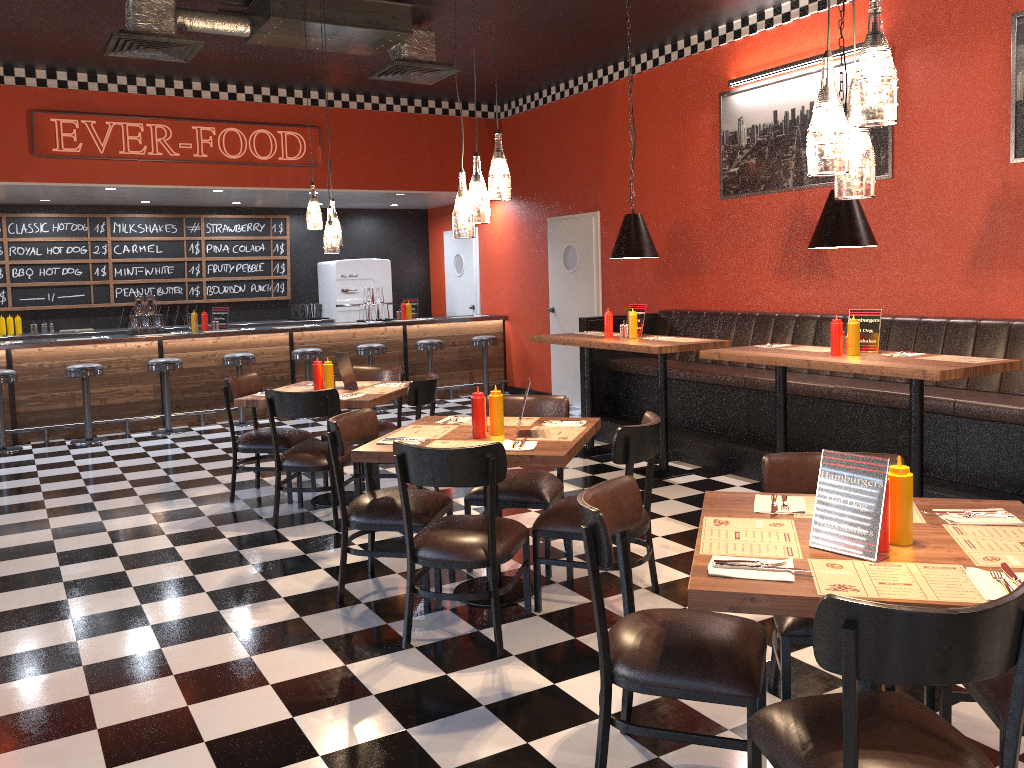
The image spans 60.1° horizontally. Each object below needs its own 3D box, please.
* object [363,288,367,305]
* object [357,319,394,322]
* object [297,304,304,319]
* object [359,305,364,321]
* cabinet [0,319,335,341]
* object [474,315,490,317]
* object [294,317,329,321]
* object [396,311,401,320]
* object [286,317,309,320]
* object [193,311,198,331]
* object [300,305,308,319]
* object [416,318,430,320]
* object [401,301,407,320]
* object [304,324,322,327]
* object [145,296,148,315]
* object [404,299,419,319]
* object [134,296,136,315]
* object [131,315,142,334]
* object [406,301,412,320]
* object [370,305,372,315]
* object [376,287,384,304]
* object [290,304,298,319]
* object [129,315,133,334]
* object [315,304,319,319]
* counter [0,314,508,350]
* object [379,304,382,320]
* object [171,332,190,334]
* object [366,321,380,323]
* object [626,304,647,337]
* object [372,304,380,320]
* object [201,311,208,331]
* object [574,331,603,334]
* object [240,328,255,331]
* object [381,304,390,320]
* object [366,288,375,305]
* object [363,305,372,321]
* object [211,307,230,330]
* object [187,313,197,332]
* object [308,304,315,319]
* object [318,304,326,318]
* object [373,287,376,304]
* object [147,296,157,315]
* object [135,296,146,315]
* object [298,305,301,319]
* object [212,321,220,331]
[{"bbox_3d":[-1.807,-1.098,11.067,0.105,0.208,0.106,0,5,15],"label":"object"},{"bbox_3d":[-1.709,-0.798,11.095,0.437,0.018,0.273,-6,8,-30],"label":"object"},{"bbox_3d":[-2.904,-0.992,12.191,0.105,0.208,0.106,0,5,15],"label":"object"},{"bbox_3d":[-1.862,-0.887,11.071,0.105,0.208,0.106,0,5,15],"label":"object"},{"bbox_3d":[-4.841,-0.181,11.023,5.293,0.995,0.677,-6,7,-30],"label":"cabinet"},{"bbox_3d":[-0.401,-0.893,11.539,0.157,0.019,0.256,-4,7,-20],"label":"object"},{"bbox_3d":[-2.720,-0.882,12.028,0.437,0.018,0.273,-6,8,-30],"label":"object"},{"bbox_3d":[-1.421,-0.879,11.207,0.094,0.135,0.047,-6,6,-35],"label":"object"},{"bbox_3d":[-2.879,-0.909,12.286,0.437,0.018,0.273,-6,8,-30],"label":"object"},{"bbox_3d":[-3.572,-0.711,9.964,0.068,0.237,0.068,-3,5,-17],"label":"object"},{"bbox_3d":[-2.792,-0.959,11.893,0.105,0.208,0.106,0,5,15],"label":"object"},{"bbox_3d":[-1.103,-0.822,11.133,0.158,0.019,0.255,-7,9,-35],"label":"object"},{"bbox_3d":[-1.361,-0.923,11.128,0.068,0.237,0.068,-2,5,1],"label":"object"},{"bbox_3d":[-2.341,-0.690,10.380,0.158,0.019,0.256,-6,8,-29],"label":"object"},{"bbox_3d":[-4.008,-0.874,9.804,0.105,0.208,0.106,0,5,15],"label":"object"},{"bbox_3d":[-1.295,-0.962,11.344,0.188,0.256,0.072,-1,5,5],"label":"object"},{"bbox_3d":[-4.104,-0.862,9.737,0.105,0.208,0.106,0,5,15],"label":"object"},{"bbox_3d":[-4.092,-0.643,9.652,0.105,0.208,0.106,0,5,15],"label":"object"},{"bbox_3d":[-1.306,-0.934,11.203,0.068,0.237,0.068,1,5,29],"label":"object"},{"bbox_3d":[-1.757,-0.896,11.118,0.105,0.208,0.106,0,5,15],"label":"object"},{"bbox_3d":[-1.649,-1.100,11.039,0.105,0.208,0.106,0,5,15],"label":"object"},{"bbox_3d":[-3.012,-0.996,12.251,0.105,0.208,0.106,0,5,15],"label":"object"},{"bbox_3d":[-4.160,-0.652,9.741,0.105,0.208,0.106,0,5,15],"label":"object"},{"bbox_3d":[-2.640,-0.990,12.109,0.105,0.208,0.106,0,5,15],"label":"object"},{"bbox_3d":[-3.266,-0.580,9.999,7.052,0.050,0.677,-6,8,-30],"label":"counter"},{"bbox_3d":[-1.654,-0.907,11.178,0.105,0.208,0.106,0,5,15],"label":"object"},{"bbox_3d":[-3.610,-0.558,9.632,0.158,0.019,0.255,-7,8,-34],"label":"object"},{"bbox_3d":[-1.678,-0.758,10.768,0.158,0.019,0.255,-7,8,-34],"label":"object"},{"bbox_3d":[0.994,-0.512,7.134,0.072,0.256,0.188,-6,7,-38],"label":"object"},{"bbox_3d":[-1.695,-0.887,11.027,0.105,0.208,0.106,0,5,15],"label":"object"},{"bbox_3d":[-3.464,-0.717,9.989,0.068,0.237,0.068,-3,5,-17],"label":"object"},{"bbox_3d":[0.646,-0.447,7.668,0.255,0.019,0.158,-6,8,-33],"label":"object"},{"bbox_3d":[-2.972,-0.620,9.972,0.157,0.019,0.256,-4,7,-14],"label":"object"},{"bbox_3d":[-1.586,-0.897,11.082,0.105,0.208,0.106,0,5,15],"label":"object"},{"bbox_3d":[-1.757,-1.090,10.991,0.105,0.208,0.106,0,5,15],"label":"object"},{"bbox_3d":[-1.795,-0.878,10.982,0.105,0.208,0.106,0,5,15],"label":"object"},{"bbox_3d":[-3.324,-0.743,10.084,0.188,0.256,0.072,-1,5,5],"label":"object"},{"bbox_3d":[-3.540,-0.677,9.806,0.105,0.208,0.106,0,5,15],"label":"object"},{"bbox_3d":[-2.713,-0.974,11.995,0.105,0.208,0.106,0,5,15],"label":"object"},{"bbox_3d":[-2.576,-0.980,12.013,0.105,0.208,0.106,0,5,15],"label":"object"},{"bbox_3d":[-1.711,-1.109,11.133,0.105,0.208,0.106,0,5,15],"label":"object"},{"bbox_3d":[-3.947,-0.864,9.710,0.105,0.208,0.106,0,5,15],"label":"object"},{"bbox_3d":[-4.054,-0.854,9.661,0.105,0.208,0.106,0,5,15],"label":"object"},{"bbox_3d":[-2.837,-0.969,11.992,0.105,0.208,0.106,0,5,15],"label":"object"},{"bbox_3d":[-3.339,-0.668,9.984,0.093,0.135,0.047,0,5,20],"label":"object"}]
